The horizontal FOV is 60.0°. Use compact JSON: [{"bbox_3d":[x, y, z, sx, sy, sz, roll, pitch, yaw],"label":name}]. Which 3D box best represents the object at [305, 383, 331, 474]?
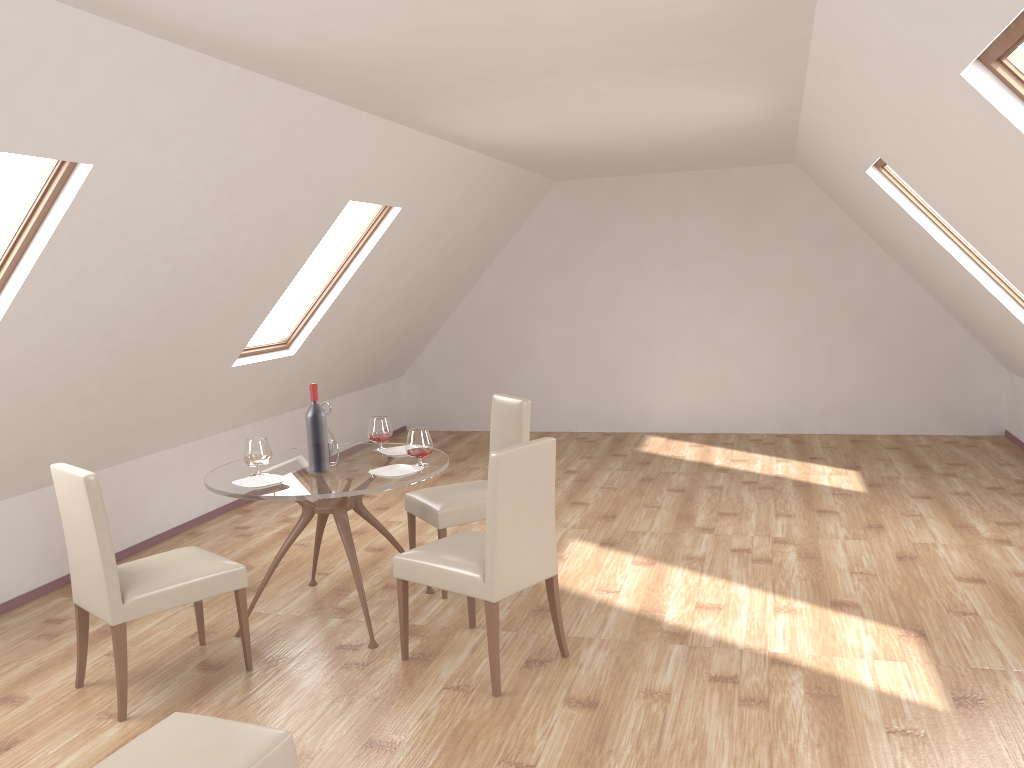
[{"bbox_3d":[-0.945,0.214,4.288,0.109,0.435,0.109,-1,7,13],"label":"object"}]

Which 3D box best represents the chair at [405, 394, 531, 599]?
[{"bbox_3d":[-0.229,0.593,4.957,0.618,0.999,0.477,-6,8,-28],"label":"chair"}]

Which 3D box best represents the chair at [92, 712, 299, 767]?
[{"bbox_3d":[-0.923,1.230,2.527,0.506,0.394,0.506,0,8,21],"label":"chair"}]

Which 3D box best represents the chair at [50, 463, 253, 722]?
[{"bbox_3d":[-1.541,0.796,3.812,0.477,0.999,0.618,4,10,44],"label":"chair"}]

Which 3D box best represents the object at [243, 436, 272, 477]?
[{"bbox_3d":[-1.236,0.352,4.316,0.136,0.183,0.136,4,10,43],"label":"object"}]

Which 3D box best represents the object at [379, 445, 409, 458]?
[{"bbox_3d":[-0.578,0.358,4.679,0.228,0.020,0.228,-6,8,-28],"label":"object"}]

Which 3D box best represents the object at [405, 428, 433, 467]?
[{"bbox_3d":[-0.455,0.312,4.354,0.136,0.183,0.136,-3,7,-4],"label":"object"}]

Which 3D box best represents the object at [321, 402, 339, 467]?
[{"bbox_3d":[-0.923,0.251,4.445,0.086,0.322,0.096,-5,8,-20],"label":"object"}]

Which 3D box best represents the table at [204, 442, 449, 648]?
[{"bbox_3d":[-0.900,0.793,4.512,1.198,0.770,1.198,3,9,37],"label":"table"}]

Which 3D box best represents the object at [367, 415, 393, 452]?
[{"bbox_3d":[-0.713,0.268,4.800,0.136,0.183,0.136,-3,7,-4],"label":"object"}]

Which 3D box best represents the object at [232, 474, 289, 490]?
[{"bbox_3d":[-1.163,0.456,4.109,0.228,0.020,0.228,4,10,42],"label":"object"}]

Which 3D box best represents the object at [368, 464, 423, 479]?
[{"bbox_3d":[-0.548,0.417,4.198,0.228,0.020,0.228,3,9,39],"label":"object"}]

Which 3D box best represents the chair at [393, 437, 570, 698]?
[{"bbox_3d":[-0.141,0.725,3.872,0.618,0.999,0.477,4,10,41],"label":"chair"}]
